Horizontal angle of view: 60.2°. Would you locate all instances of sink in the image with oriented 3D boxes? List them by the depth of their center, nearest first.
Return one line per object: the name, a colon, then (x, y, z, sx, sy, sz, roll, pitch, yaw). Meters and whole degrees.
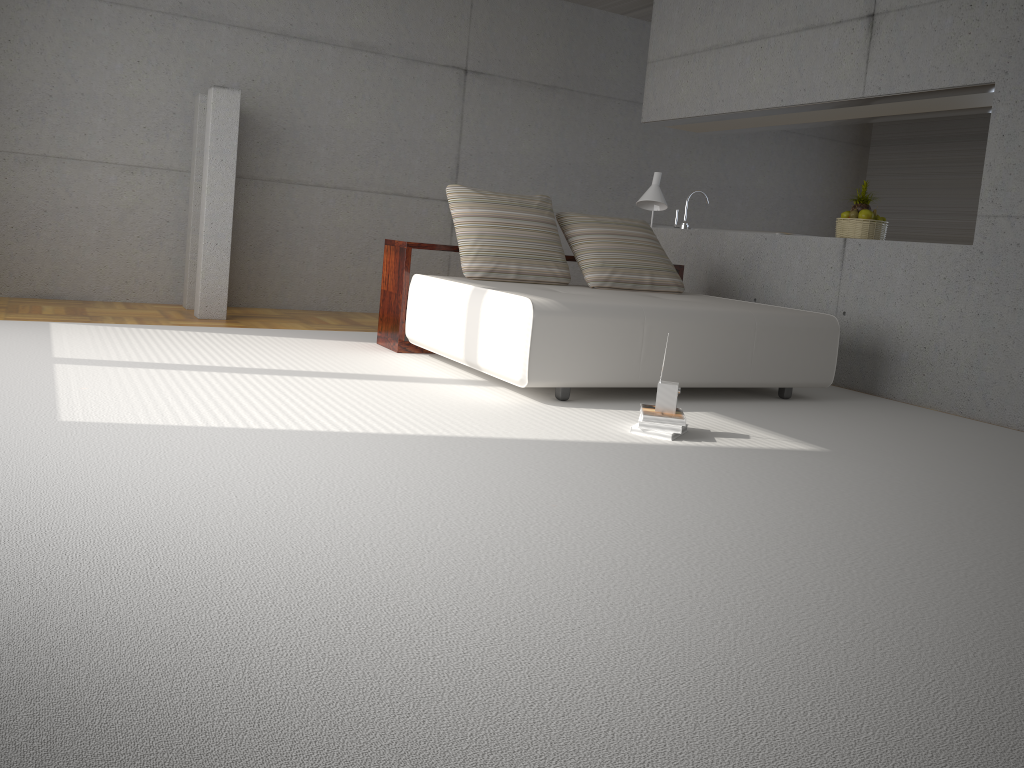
sink: (1.925, -1.371, 7.599, 0.765, 0.535, 1.720, 1, 10, -28)

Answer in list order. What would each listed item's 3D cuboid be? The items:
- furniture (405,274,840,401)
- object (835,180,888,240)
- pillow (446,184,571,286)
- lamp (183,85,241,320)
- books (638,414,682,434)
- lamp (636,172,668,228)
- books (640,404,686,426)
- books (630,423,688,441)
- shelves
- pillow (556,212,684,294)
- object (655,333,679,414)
furniture: (0.636, -0.302, 5.488, 2.166, 0.518, 1.629, 0, 10, -28)
object: (2.546, -1.260, 6.423, 0.369, 0.439, 0.336, -1, 9, -43)
pillow: (-0.010, -0.979, 5.844, 0.800, 0.605, 0.495, 1, 8, -29)
lamp: (-2.315, -1.383, 6.785, 0.200, 1.679, 0.805, 3, 6, -29)
books: (0.666, 0.169, 3.962, 0.189, 0.032, 0.267, 7, 10, 10)
lamp: (1.089, -1.285, 6.782, 0.246, 0.695, 0.323, 10, 8, 42)
books: (0.674, 0.137, 3.964, 0.189, 0.032, 0.267, 6, 9, 5)
books: (0.663, 0.201, 3.964, 0.190, 0.032, 0.266, 10, 10, 25)
shelves: (0.191, -0.586, 6.356, 2.248, 0.710, 0.404, 0, 8, -29)
pillow: (0.761, -0.917, 6.211, 0.806, 0.513, 0.583, 1, 9, -28)
object: (0.695, -0.051, 3.901, 0.090, 0.364, 0.187, 6, 6, 12)
